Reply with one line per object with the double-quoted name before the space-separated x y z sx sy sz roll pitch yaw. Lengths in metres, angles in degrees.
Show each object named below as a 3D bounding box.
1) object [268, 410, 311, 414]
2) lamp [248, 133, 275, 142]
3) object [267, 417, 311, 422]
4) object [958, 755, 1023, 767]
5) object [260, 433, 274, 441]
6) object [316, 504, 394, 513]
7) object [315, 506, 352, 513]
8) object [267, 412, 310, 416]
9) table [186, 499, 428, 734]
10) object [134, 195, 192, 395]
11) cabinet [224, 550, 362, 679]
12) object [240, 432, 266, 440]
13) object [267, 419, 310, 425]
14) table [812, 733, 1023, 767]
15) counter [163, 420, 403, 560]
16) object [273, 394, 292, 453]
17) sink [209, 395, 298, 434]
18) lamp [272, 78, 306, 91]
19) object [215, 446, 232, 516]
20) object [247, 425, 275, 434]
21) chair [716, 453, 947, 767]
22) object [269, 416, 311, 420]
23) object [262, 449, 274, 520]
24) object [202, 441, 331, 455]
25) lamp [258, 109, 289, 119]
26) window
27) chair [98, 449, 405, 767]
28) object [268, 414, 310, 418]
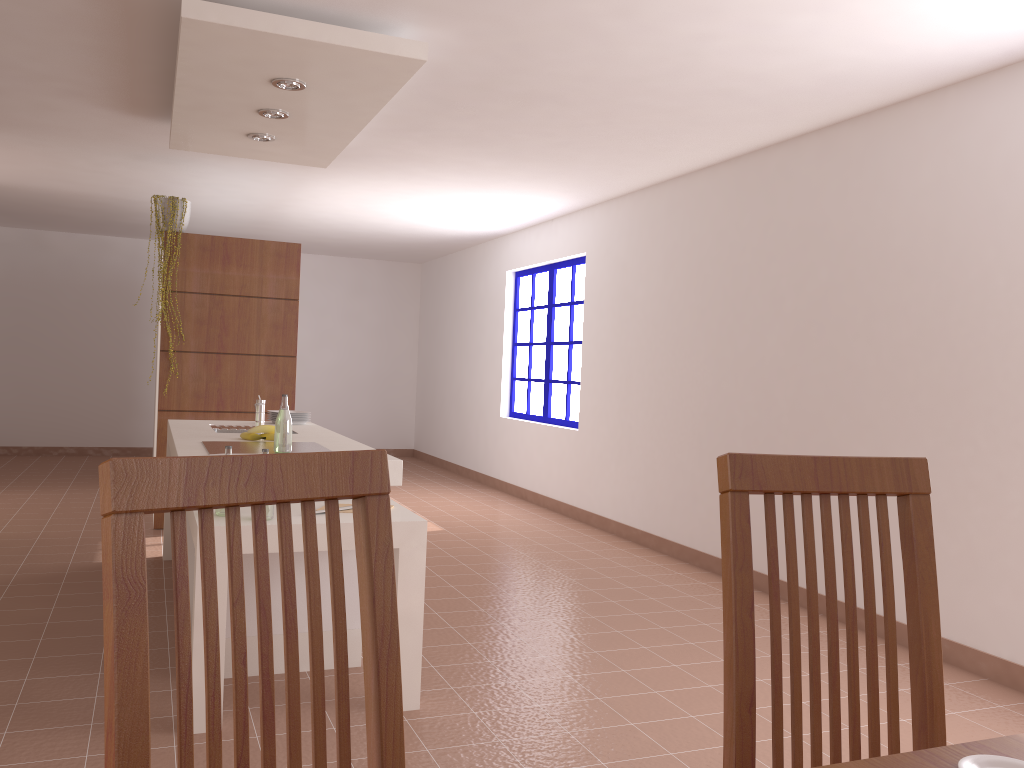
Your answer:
"object" -1.314 0.172 5.231 0.228 0.020 0.228 2 1 -40
"lamp" -1.339 -1.337 4.743 0.143 0.059 0.143 3 1 6
"object" -1.316 0.213 5.232 0.228 0.020 0.228 2 1 -40
"object" 0.549 0.433 0.972 0.108 0.008 0.108 3 1 33
"object" -1.092 0.244 4.073 0.207 0.033 0.060 3 1 23
"object" -0.561 0.447 3.188 0.266 0.006 0.168 2 1 -5
"object" -0.597 0.440 3.144 0.041 0.008 0.375 3 1 34
"object" -1.315 0.183 5.231 0.228 0.020 0.228 2 1 -40
"table" -0.831 0.760 3.340 0.737 0.647 1.003 2 1 -22
"object" -2.328 -0.585 5.958 0.279 1.344 0.297 3 1 27
"cabinet" -1.206 0.704 4.263 0.737 0.700 2.048 2 1 -22
"object" -1.198 0.239 4.058 0.060 0.033 0.207 2 1 -42
"object" -1.316 0.223 5.232 0.228 0.020 0.228 2 1 -40
"table" 0.301 0.804 0.502 1.800 0.740 0.900 2 1 -22
"counter" -1.229 0.652 4.313 0.821 0.800 2.156 2 1 -22
"object" -0.906 0.156 3.520 0.071 0.230 0.071 2 1 -41
"sink" -1.373 0.234 4.695 0.404 0.368 0.668 2 1 -22
"lamp" -0.959 -1.307 3.813 0.143 0.059 0.143 2 1 -39
"object" -0.949 0.321 2.956 0.071 0.230 0.071 2 1 -41
"object" -1.117 0.215 4.087 0.047 0.055 0.207 3 1 45
"chair" 0.502 0.642 1.093 0.444 1.063 0.574 2 1 -12
"object" -1.316 0.203 5.231 0.228 0.020 0.228 2 1 -40
"object" -0.812 0.328 2.906 0.071 0.230 0.071 2 1 -41
"object" -1.020 0.267 3.701 0.493 0.006 0.551 2 1 -22
"lamp" -1.150 -1.322 4.281 0.143 0.059 0.143 3 1 6
"window" 0.339 -0.362 7.960 0.035 1.430 1.699 2 1 -22
"chair" -0.143 0.618 0.830 0.444 1.063 0.574 2 1 -42
"object" -1.315 0.193 5.231 0.228 0.020 0.228 2 1 -40
